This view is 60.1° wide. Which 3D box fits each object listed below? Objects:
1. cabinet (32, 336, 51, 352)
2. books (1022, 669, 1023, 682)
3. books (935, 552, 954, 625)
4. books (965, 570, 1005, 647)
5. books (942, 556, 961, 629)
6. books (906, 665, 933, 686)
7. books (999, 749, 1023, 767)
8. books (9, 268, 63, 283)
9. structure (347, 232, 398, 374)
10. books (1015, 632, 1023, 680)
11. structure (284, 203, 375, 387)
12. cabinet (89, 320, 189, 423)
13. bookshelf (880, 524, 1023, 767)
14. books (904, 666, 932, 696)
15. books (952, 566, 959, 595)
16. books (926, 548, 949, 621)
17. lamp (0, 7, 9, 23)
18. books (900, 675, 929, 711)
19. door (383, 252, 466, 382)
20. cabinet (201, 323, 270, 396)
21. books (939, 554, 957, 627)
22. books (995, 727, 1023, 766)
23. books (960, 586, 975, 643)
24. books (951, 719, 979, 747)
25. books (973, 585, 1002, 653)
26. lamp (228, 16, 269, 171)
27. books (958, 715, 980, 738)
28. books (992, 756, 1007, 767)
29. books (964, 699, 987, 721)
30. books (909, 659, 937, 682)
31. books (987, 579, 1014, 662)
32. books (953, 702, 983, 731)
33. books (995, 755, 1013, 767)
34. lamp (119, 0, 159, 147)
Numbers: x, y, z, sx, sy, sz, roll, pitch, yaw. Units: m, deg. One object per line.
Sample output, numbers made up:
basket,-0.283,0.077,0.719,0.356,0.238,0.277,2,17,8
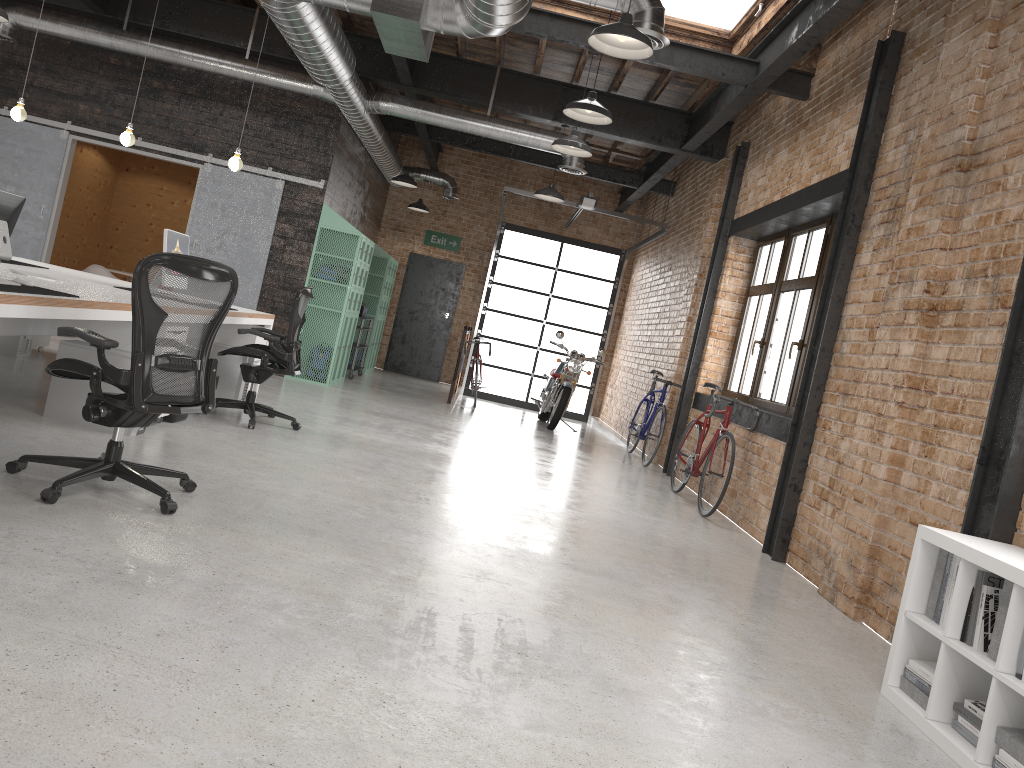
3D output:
cabinet,-4.256,-0.627,7.637,0.459,0.648,0.388,13,1,-2
books,1.707,0.855,2.785,0.162,0.240,0.054,13,0,3
books,1.758,0.788,3.345,0.249,0.333,0.060,13,0,3
books,1.733,0.821,3.120,0.222,0.283,0.061,13,0,3
books,1.760,0.806,3.291,0.259,0.305,0.040,13,0,3
books,1.636,1.108,3.297,0.219,0.039,0.260,13,3,-2
books,1.645,1.181,2.671,0.214,0.046,0.252,13,3,-2
books,-2.826,-0.642,5.258,0.245,0.019,0.204,15,4,35
structure,-2.269,-1.258,13.994,0.556,2.099,1.119,13,1,-2
books,1.716,0.844,2.815,0.182,0.262,0.056,13,0,3
structure,-2.180,-1.075,10.923,0.556,2.099,1.119,13,1,-2
cabinet,-2.390,-0.094,5.561,0.459,0.648,0.388,13,1,-2
bookshelf,1.741,0.974,2.719,0.400,0.684,1.546,13,2,-2
books,1.627,1.132,3.304,0.206,0.067,0.275,13,3,-2
books,1.711,0.819,3.254,0.182,0.262,0.056,13,0,3
books,1.767,0.778,3.407,0.259,0.351,0.065,13,0,3
lamp,-4.298,-3.498,7.375,0.363,0.856,0.361,13,1,15
books,1.622,1.183,3.312,0.217,0.072,0.290,13,3,-2
door,-1.521,-1.164,15.430,0.998,2.099,0.218,13,0,-2
cabinet,-2.452,-0.222,7.703,0.459,0.648,0.388,13,1,-2
books,1.762,0.800,3.313,0.265,0.314,0.025,13,0,3
books,1.657,1.146,2.689,0.217,0.078,0.291,13,3,-2
books,1.760,0.788,3.152,0.272,0.354,0.063,13,0,3
books,1.648,1.214,3.002,0.184,0.049,0.262,13,3,-2
books,1.726,0.843,3.085,0.197,0.240,0.058,13,0,3
lamp,-2.157,-2.611,7.454,0.123,1.678,0.123,13,0,-4
books,1.647,1.185,2.988,0.163,0.047,0.239,13,3,-2
books,1.633,1.223,2.684,0.206,0.061,0.274,13,3,-2
books,1.680,1.130,2.977,0.199,0.054,0.240,13,3,-2
books,1.639,1.090,3.292,0.214,0.052,0.252,13,3,-2
books,1.772,0.802,2.968,0.259,0.351,0.065,13,0,3
books,1.677,1.162,3.001,0.222,0.055,0.282,13,3,-2
books,1.642,1.199,2.675,0.219,0.034,0.260,13,3,-2
lamp,-3.054,-2.813,7.426,0.123,1.678,0.123,13,0,-4
